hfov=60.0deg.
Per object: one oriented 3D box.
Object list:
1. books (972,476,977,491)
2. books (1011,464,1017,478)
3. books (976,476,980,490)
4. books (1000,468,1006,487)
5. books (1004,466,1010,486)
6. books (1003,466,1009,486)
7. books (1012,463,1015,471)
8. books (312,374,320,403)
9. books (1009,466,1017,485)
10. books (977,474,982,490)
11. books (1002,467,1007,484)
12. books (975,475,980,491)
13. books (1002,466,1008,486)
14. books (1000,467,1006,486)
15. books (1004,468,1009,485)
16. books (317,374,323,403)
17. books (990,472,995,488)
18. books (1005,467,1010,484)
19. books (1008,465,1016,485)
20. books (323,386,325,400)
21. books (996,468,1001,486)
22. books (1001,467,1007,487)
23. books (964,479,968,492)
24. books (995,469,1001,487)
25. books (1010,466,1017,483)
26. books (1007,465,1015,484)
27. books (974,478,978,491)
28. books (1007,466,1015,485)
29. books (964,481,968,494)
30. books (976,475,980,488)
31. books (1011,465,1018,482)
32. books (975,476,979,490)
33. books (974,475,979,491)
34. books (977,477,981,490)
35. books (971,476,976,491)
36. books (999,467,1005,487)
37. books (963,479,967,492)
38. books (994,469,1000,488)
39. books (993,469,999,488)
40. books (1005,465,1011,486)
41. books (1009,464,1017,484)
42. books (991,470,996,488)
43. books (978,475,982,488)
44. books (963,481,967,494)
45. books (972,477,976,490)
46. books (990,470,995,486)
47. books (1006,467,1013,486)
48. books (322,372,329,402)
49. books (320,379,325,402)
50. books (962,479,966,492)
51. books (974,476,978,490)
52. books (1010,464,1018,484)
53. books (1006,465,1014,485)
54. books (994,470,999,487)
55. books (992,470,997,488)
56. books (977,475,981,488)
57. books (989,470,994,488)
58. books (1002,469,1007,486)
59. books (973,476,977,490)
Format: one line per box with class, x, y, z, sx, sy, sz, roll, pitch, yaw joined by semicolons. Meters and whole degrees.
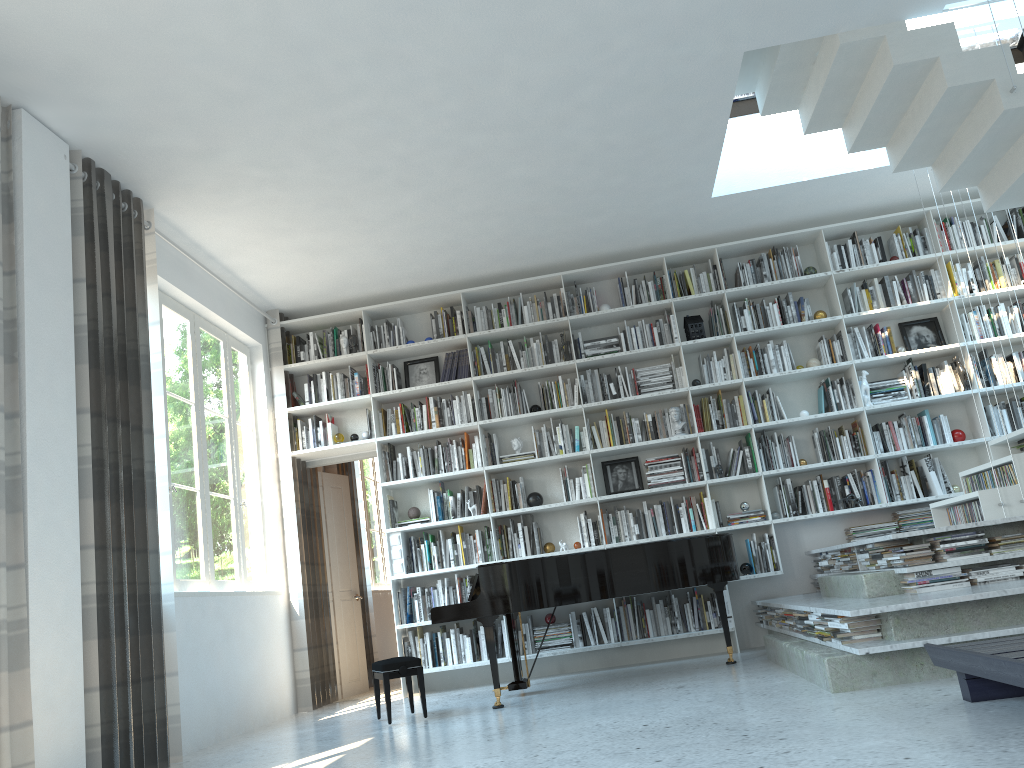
books;3.034;0.641;5.686;0.125;0.125;0.009;-9;-13;5
books;2.960;0.508;5.100;0.125;0.123;0.036;-9;-13;5
books;3.027;0.629;5.633;0.125;0.125;0.008;-9;-13;5
books;2.981;0.545;5.269;0.125;0.125;0.007;-9;-13;5
books;2.973;0.532;5.211;0.125;0.125;0.008;-9;-13;5
books;2.975;0.535;5.226;0.125;0.125;0.008;-9;-13;5
books;2.958;0.506;5.092;0.125;0.123;0.034;-9;-13;5
books;-1.628;0.071;7.477;0.023;0.282;0.186;-9;-13;5
books;2.964;0.517;5.138;0.125;0.123;0.034;-9;-13;5
books;3.023;0.622;5.605;0.125;0.125;0.008;-9;-13;5
books;2.977;0.539;5.241;0.125;0.125;0.010;-9;-13;5
books;3.028;0.631;5.642;0.125;0.125;0.008;-9;-13;5
books;2.976;0.537;5.234;0.125;0.125;0.010;-9;-13;5
books;2.980;0.544;5.262;0.125;0.125;0.008;-9;-13;5
books;2.974;0.534;5.218;0.125;0.125;0.008;-9;-13;5
books;-1.601;0.069;7.498;0.028;0.287;0.133;-9;-13;5
books;3.000;0.580;5.418;0.125;0.125;0.009;-9;-13;5
books;2.972;0.530;5.204;0.125;0.125;0.007;-9;-13;5
books;2.965;0.518;5.145;0.125;0.123;0.034;-9;-13;5
books;-1.554;0.098;7.474;0.010;0.208;0.165;-9;-13;5
books;2.988;0.558;5.325;0.125;0.125;0.009;-9;-13;5
books;2.979;0.542;5.255;0.125;0.125;0.008;-9;-13;5
books;3.052;0.674;5.827;0.125;0.125;0.007;-9;-13;5
books;2.989;0.561;5.338;0.125;0.125;0.018;-9;-13;5
books;2.962;0.513;5.123;0.125;0.123;0.036;-9;-13;5
books;2.966;0.520;5.153;0.125;0.122;0.037;-9;-13;5
books;3.032;0.638;5.671;0.125;0.125;0.007;-9;-13;5
books;2.967;0.522;5.161;0.125;0.123;0.035;-9;-13;5
books;3.052;0.675;5.835;0.125;0.125;0.008;-9;-13;5
books;3.026;0.627;5.626;0.125;0.125;0.007;-9;-13;5
books;2.960;0.510;5.108;0.125;0.123;0.034;-9;-13;5
books;3.029;0.633;5.649;0.125;0.125;0.008;-9;-13;5
books;3.030;0.634;5.657;0.125;0.125;0.008;-9;-13;5
books;3.025;0.626;5.619;0.125;0.125;0.007;-9;-13;5
books;3.036;0.645;5.703;0.125;0.125;0.010;-9;-13;5
books;2.982;0.547;5.276;0.125;0.125;0.007;-9;-13;5
books;3.053;0.677;5.842;0.125;0.125;0.009;-9;-13;5
books;2.991;0.563;5.348;0.125;0.125;0.012;-9;-13;5
books;2.993;0.567;5.365;0.125;0.125;0.009;-9;-13;5
books;2.971;0.528;5.196;0.125;0.125;0.008;-9;-13;5
books;2.963;0.515;5.131;0.125;0.123;0.035;-9;-13;5
books;2.997;0.575;5.399;0.125;0.125;0.009;-9;-13;5
books;3.022;0.621;5.598;0.125;0.125;0.008;-9;-13;5
books;3.054;0.679;5.850;0.125;0.125;0.008;-9;-13;5
books;3.035;0.643;5.695;0.125;0.125;0.007;-9;-13;5
books;2.998;0.577;5.408;0.125;0.125;0.011;-9;-13;5
books;2.970;0.526;5.187;0.125;0.125;0.011;-9;-13;5
books;-1.546;0.054;7.466;0.021;0.285;0.179;-9;-13;5
books;-1.572;0.088;7.489;0.024;0.238;0.156;-9;-13;5
books;3.055;0.681;5.858;0.125;0.125;0.009;-9;-13;5
books;3.031;0.636;5.664;0.125;0.125;0.008;-9;-13;5
books;2.961;0.512;5.116;0.125;0.123;0.035;-9;-13;5
books;2.968;0.524;5.169;0.125;0.123;0.034;-9;-13;5
books;2.992;0.566;5.358;0.125;0.125;0.007;-9;-13;5
books;2.996;0.573;5.388;0.125;0.125;0.016;-9;-13;5
books;3.024;0.624;5.612;0.125;0.125;0.007;-9;-13;5
books;3.001;0.582;5.428;0.125;0.125;0.013;-9;-13;5
books;2.978;0.540;5.248;0.125;0.125;0.009;-9;-13;5
books;3.033;0.640;5.679;0.125;0.125;0.009;-9;-13;5
